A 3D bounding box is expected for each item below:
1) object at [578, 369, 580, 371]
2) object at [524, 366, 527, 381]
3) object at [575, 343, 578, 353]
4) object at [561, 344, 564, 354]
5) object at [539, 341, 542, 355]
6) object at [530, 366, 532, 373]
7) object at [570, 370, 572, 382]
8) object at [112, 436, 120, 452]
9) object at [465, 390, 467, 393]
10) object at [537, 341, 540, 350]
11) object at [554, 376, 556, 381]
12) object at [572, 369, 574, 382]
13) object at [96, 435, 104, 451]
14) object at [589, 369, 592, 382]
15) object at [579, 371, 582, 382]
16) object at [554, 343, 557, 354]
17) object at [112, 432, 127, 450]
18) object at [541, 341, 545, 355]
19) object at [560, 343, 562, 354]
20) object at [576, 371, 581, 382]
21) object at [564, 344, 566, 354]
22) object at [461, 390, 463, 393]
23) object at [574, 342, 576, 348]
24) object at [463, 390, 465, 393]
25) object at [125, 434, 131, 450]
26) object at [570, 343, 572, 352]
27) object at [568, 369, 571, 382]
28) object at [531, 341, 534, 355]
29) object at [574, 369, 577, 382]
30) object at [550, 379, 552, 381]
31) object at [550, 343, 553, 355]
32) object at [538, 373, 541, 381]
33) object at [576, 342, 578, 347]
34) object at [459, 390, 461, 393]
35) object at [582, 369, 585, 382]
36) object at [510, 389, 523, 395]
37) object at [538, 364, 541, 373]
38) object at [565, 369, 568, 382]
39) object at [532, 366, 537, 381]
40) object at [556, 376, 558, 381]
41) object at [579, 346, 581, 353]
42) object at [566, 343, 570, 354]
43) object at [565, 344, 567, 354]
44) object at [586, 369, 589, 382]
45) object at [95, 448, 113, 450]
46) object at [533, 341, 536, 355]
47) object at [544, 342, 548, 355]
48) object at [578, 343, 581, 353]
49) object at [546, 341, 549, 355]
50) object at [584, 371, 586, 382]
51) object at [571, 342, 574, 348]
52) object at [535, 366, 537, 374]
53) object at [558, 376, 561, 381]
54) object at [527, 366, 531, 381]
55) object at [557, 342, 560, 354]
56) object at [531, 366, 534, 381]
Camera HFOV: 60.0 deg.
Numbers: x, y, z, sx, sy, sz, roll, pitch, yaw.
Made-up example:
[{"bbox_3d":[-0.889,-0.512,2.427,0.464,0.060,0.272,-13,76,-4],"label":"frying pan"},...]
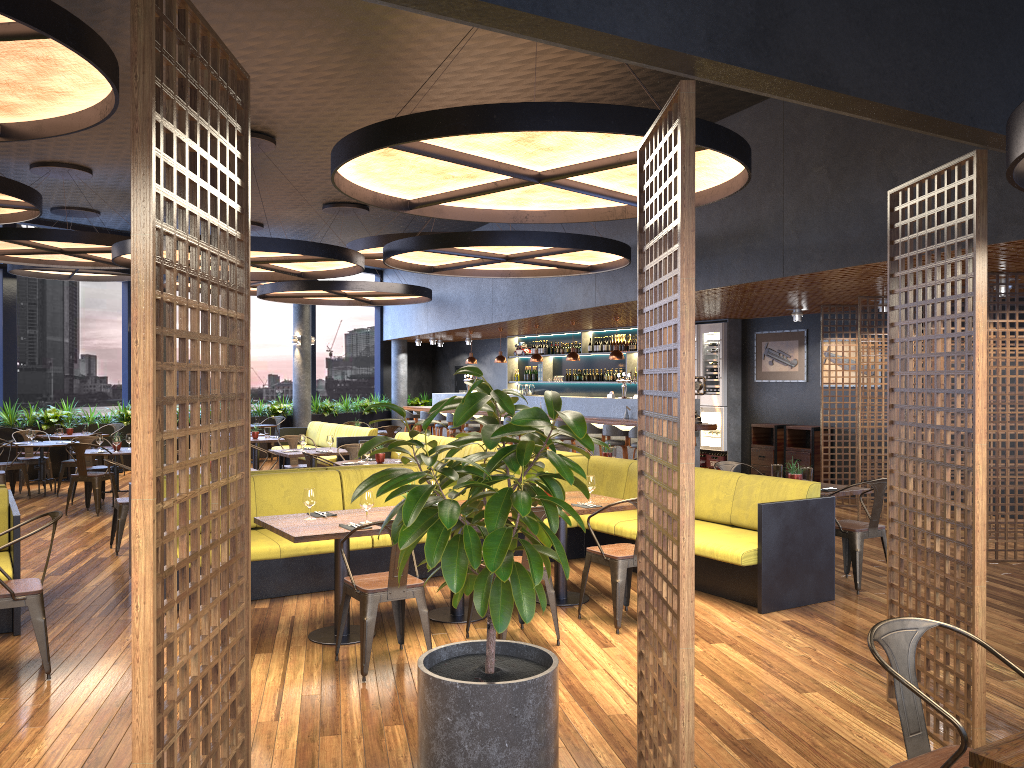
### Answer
[{"bbox_3d":[1.398,-0.177,18.507,0.063,0.254,0.063,0,0,31],"label":"object"},{"bbox_3d":[0.315,-0.230,19.944,0.094,0.340,0.094,0,0,-9],"label":"object"},{"bbox_3d":[1.324,-0.737,18.280,0.068,0.217,0.068,0,0,43],"label":"object"},{"bbox_3d":[1.068,-0.739,18.697,0.068,0.217,0.068,0,0,-42],"label":"object"},{"bbox_3d":[0.626,-0.790,19.444,0.085,0.310,0.086,0,0,-13],"label":"object"},{"bbox_3d":[0.414,-0.230,19.978,0.094,0.340,0.094,0,0,-25],"label":"object"},{"bbox_3d":[1.228,-0.178,18.691,0.063,0.254,0.063,0,0,-39],"label":"object"},{"bbox_3d":[-5.126,0.778,11.492,0.097,0.206,0.097,0,0,-25],"label":"object"},{"bbox_3d":[-1.032,0.170,19.709,0.042,0.059,0.042,0,0,-34],"label":"object"},{"bbox_3d":[0.599,-0.791,19.660,0.085,0.310,0.086,0,0,-20],"label":"object"},{"bbox_3d":[0.934,-0.114,19.059,0.084,0.119,0.084,0,0,13],"label":"object"},{"bbox_3d":[1.293,-0.178,18.586,0.063,0.254,0.063,0,0,16],"label":"object"},{"bbox_3d":[-5.470,0.776,11.766,0.097,0.206,0.097,0,0,10],"label":"object"},{"bbox_3d":[1.593,-0.175,18.100,0.063,0.254,0.063,0,0,31],"label":"object"},{"bbox_3d":[1.414,-0.162,18.413,0.088,0.224,0.088,0,0,23],"label":"object"},{"bbox_3d":[0.934,-0.759,18.979,0.063,0.254,0.063,0,0,31],"label":"object"},{"bbox_3d":[-5.227,0.741,11.742,0.260,0.271,0.238,0,0,7],"label":"object"},{"bbox_3d":[0.678,-0.790,19.355,0.085,0.310,0.086,0,0,2],"label":"object"},{"bbox_3d":[1.058,-0.758,18.951,0.063,0.254,0.063,0,0,6],"label":"object"},{"bbox_3d":[1.374,-0.161,18.306,0.088,0.224,0.088,0,0,-17],"label":"object"},{"bbox_3d":[1.132,-0.739,18.823,0.068,0.217,0.068,0,0,-27],"label":"object"},{"bbox_3d":[-1.109,0.170,19.655,0.042,0.059,0.042,0,0,-34],"label":"object"},{"bbox_3d":[1.325,-0.756,18.559,0.063,0.254,0.063,0,0,-24],"label":"object"},{"bbox_3d":[-1.065,0.170,19.670,0.042,0.059,0.042,0,0,-34],"label":"object"},{"bbox_3d":[-5.148,0.776,11.930,0.097,0.206,0.097,0,0,30],"label":"object"},{"bbox_3d":[1.262,-0.742,18.638,0.088,0.224,0.088,0,0,-37],"label":"object"},{"bbox_3d":[1.203,-0.178,18.544,0.063,0.254,0.063,0,0,-44],"label":"object"},{"bbox_3d":[0.470,-0.792,19.694,0.085,0.310,0.086,0,0,2],"label":"object"},{"bbox_3d":[1.324,-0.177,18.458,0.063,0.254,0.063,0,0,-4],"label":"object"},{"bbox_3d":[0.850,-0.085,19.163,0.042,0.059,0.042,0,0,20],"label":"object"},{"bbox_3d":[0.850,-0.759,19.062,0.063,0.254,0.063,0,0,41],"label":"object"},{"bbox_3d":[0.631,-0.152,19.493,0.080,0.192,0.098,0,0,-31],"label":"object"},{"bbox_3d":[1.348,-0.755,18.474,0.063,0.254,0.063,0,0,-4],"label":"object"},{"bbox_3d":[-1.149,0.170,19.631,0.042,0.059,0.042,0,0,-34],"label":"object"},{"bbox_3d":[1.469,-0.175,18.159,0.063,0.254,0.063,0,0,-14],"label":"object"},{"bbox_3d":[0.134,0.380,20.059,0.550,0.569,0.355,0,0,-31],"label":"object"},{"bbox_3d":[0.633,-0.345,19.493,0.080,0.192,0.098,0,0,-31],"label":"object"},{"bbox_3d":[1.150,-0.178,18.630,0.063,0.254,0.063,0,0,31],"label":"object"},{"bbox_3d":[0.498,-0.228,19.693,0.094,0.340,0.094,0,0,8],"label":"object"},{"bbox_3d":[0.979,-0.114,18.986,0.084,0.119,0.084,0,0,13],"label":"object"},{"bbox_3d":[1.424,-0.739,18.170,0.088,0.224,0.088,0,0,-17],"label":"object"},{"bbox_3d":[1.167,-0.741,18.590,0.088,0.224,0.088,0,0,-37],"label":"object"},{"bbox_3d":[1.152,-0.739,18.739,0.068,0.217,0.068,0,0,-12],"label":"object"},{"bbox_3d":[1.535,-0.175,18.038,0.063,0.254,0.063,0,0,11],"label":"object"},{"bbox_3d":[-5.483,0.869,11.941,0.255,0.019,0.157,0,0,37],"label":"object"},{"bbox_3d":[0.516,-0.791,19.614,0.085,0.310,0.086,0,0,-4],"label":"object"},{"bbox_3d":[0.743,-0.771,19.258,0.083,0.301,0.083,0,0,-24],"label":"object"},{"bbox_3d":[1.407,-0.737,18.323,0.068,0.217,0.068,0,0,-27],"label":"object"},{"bbox_3d":[0.759,-0.790,19.405,0.085,0.310,0.086,0,0,9],"label":"object"},{"bbox_3d":[1.485,-0.161,18.341,0.088,0.224,0.088,0,0,33],"label":"object"},{"bbox_3d":[1.266,-0.755,18.438,0.063,0.254,0.063,0,0,16],"label":"object"},{"bbox_3d":[0.533,-0.229,19.816,0.094,0.340,0.094,0,0,-22],"label":"object"},{"bbox_3d":[1.024,-0.113,18.913,0.084,0.119,0.084,0,0,13],"label":"object"},{"bbox_3d":[0.378,-0.229,19.867,0.094,0.340,0.094,0,0,-18],"label":"object"},{"bbox_3d":[0.983,-0.758,18.864,0.063,0.254,0.063,0,0,-14],"label":"object"},{"bbox_3d":[0.480,-0.229,19.899,0.094,0.340,0.094,0,0,-9],"label":"object"}]
